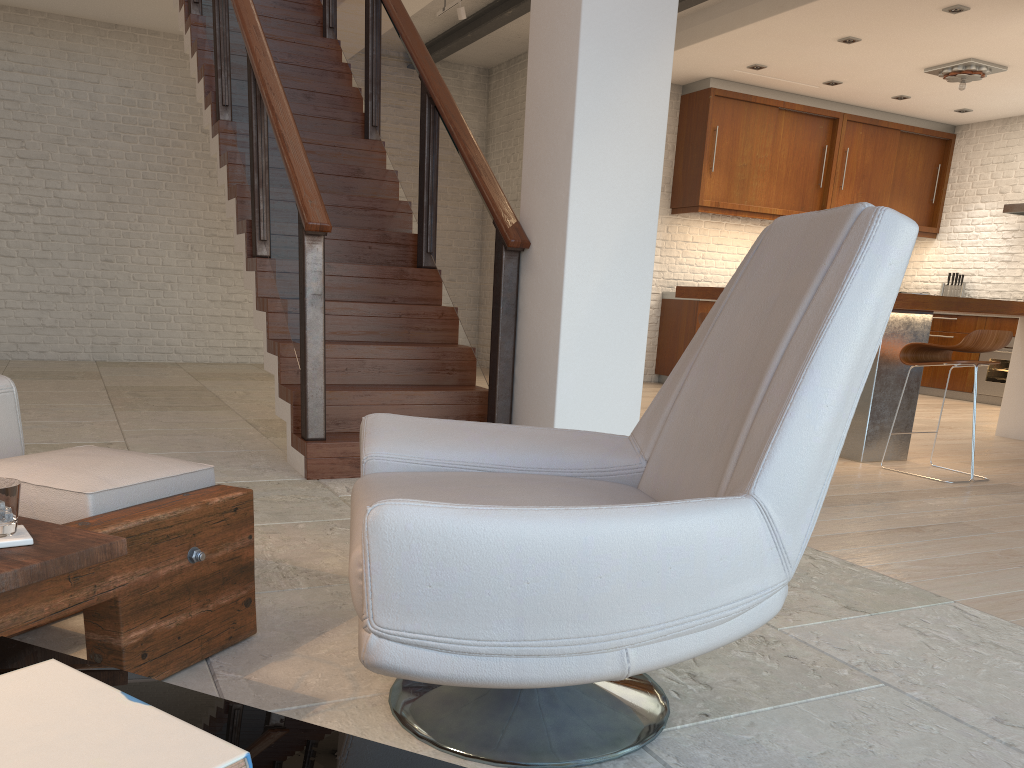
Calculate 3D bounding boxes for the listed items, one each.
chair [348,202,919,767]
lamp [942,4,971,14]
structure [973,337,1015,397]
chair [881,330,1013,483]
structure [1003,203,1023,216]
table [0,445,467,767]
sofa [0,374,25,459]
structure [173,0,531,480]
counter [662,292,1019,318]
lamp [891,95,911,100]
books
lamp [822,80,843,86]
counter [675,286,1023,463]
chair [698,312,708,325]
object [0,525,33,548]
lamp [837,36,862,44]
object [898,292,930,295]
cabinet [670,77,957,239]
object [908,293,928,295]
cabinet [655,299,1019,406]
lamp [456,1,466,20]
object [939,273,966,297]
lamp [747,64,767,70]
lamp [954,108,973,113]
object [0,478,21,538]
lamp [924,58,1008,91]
[{"bbox_3d":[0.174,0.163,1.721,0.973,1.055,0.987,1,11,-10],"label":"chair"},{"bbox_3d":[2.988,-2.538,5.858,0.123,0.057,0.120,-1,9,-27],"label":"lamp"},{"bbox_3d":[5.036,-0.160,8.592,0.499,0.599,0.647,-3,12,-26],"label":"structure"},{"bbox_3d":[2.319,0.099,4.604,0.403,0.805,0.407,-4,15,-26],"label":"chair"},{"bbox_3d":[5.268,-2.121,8.110,0.456,1.029,0.952,-4,13,-27],"label":"structure"},{"bbox_3d":[-0.823,0.481,0.954,1.951,0.445,2.150,6,7,24],"label":"table"},{"bbox_3d":[-2.350,0.153,1.671,1.133,0.784,2.270,7,8,24],"label":"sofa"},{"bbox_3d":[0.477,-1.721,4.242,13.812,4.301,9.833,0,8,-26],"label":"structure"},{"bbox_3d":[3.801,-0.700,8.107,3.323,0.072,3.411,0,7,-27],"label":"counter"},{"bbox_3d":[3.717,-2.753,8.320,0.123,0.057,0.120,-1,9,-27],"label":"lamp"},{"bbox_3d":[-0.445,0.355,0.790,0.322,0.058,0.250,7,8,33],"label":"books"},{"bbox_3d":[2.919,-2.757,7.929,0.123,0.057,0.120,-1,9,-27],"label":"lamp"},{"bbox_3d":[2.531,-0.072,5.614,2.489,0.956,1.632,0,9,-26],"label":"counter"},{"bbox_3d":[1.330,-0.032,5.347,0.421,0.805,0.389,-4,15,-26],"label":"chair"},{"bbox_3d":[-0.916,0.235,1.383,0.267,0.036,0.244,7,7,35],"label":"object"},{"bbox_3d":[2.578,-2.643,6.653,0.123,0.057,0.120,-1,9,-27],"label":"lamp"},{"bbox_3d":[4.549,-0.971,9.961,0.249,0.165,0.334,-1,9,-27],"label":"object"},{"bbox_3d":[3.193,-2.241,9.037,3.332,1.212,0.444,0,14,-26],"label":"cabinet"},{"bbox_3d":[2.081,-0.511,4.817,0.198,0.036,0.382,0,7,-23],"label":"object"},{"bbox_3d":[4.034,-1.261,8.356,4.726,2.942,2.207,7,13,27],"label":"cabinet"},{"bbox_3d":[-0.374,-2.752,6.447,0.058,0.134,0.084,12,16,32],"label":"lamp"},{"bbox_3d":[4.814,-1.022,9.528,0.066,0.389,0.310,-5,14,-27],"label":"object"},{"bbox_3d":[2.120,-2.760,7.538,0.123,0.057,0.120,-1,9,-27],"label":"lamp"},{"bbox_3d":[4.515,-2.750,8.710,0.123,0.057,0.120,-1,9,-27],"label":"lamp"},{"bbox_3d":[-0.832,0.200,1.394,0.090,0.088,0.088,7,11,22],"label":"object"},{"bbox_3d":[3.763,-2.540,7.264,0.449,0.177,0.436,-1,8,-27],"label":"lamp"}]
